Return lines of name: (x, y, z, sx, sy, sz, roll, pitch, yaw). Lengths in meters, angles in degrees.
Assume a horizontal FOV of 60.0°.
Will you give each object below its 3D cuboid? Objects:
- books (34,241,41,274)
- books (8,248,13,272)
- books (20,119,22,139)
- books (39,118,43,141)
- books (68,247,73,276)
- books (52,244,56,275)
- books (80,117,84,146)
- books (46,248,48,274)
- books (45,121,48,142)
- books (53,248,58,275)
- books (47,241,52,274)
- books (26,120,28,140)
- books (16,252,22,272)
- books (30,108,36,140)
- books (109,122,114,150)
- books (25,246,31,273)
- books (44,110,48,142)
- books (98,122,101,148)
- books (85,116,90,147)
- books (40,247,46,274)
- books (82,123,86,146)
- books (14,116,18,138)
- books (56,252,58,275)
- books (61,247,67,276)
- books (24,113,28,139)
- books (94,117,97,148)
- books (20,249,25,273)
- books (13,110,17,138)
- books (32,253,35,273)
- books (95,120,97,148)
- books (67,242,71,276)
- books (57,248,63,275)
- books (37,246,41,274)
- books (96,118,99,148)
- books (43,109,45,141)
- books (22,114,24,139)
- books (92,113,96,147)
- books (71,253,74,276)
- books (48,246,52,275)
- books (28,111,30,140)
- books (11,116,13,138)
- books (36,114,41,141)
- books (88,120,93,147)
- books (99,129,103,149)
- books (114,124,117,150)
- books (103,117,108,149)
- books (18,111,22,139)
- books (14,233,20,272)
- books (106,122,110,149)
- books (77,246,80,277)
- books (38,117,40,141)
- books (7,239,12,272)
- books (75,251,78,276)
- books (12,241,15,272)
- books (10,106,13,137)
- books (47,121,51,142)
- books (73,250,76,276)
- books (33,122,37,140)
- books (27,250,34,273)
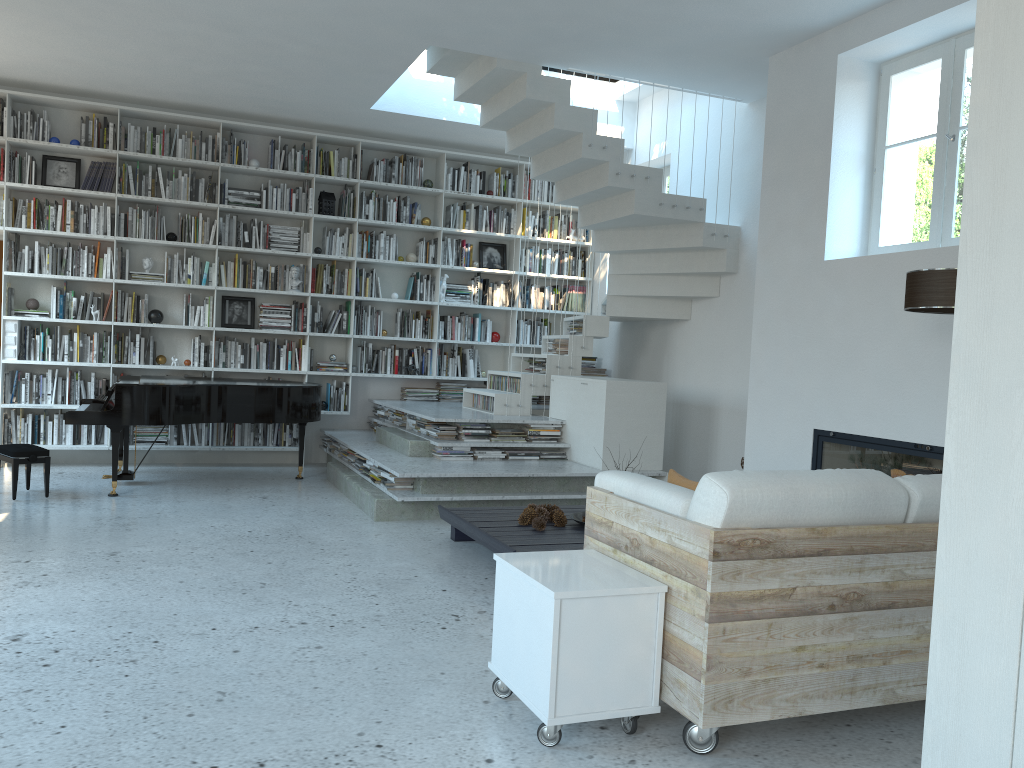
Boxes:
books: (-4.082, -1.078, 7.630, 0.023, 0.281, 0.174, 2, 3, -22)
books: (-4.265, -1.048, 7.558, 0.026, 0.209, 0.155, 2, 3, -22)
books: (-4.162, -2.140, 7.539, 0.017, 0.194, 0.129, 2, 3, -22)
books: (-4.013, -2.144, 7.572, 0.021, 0.214, 0.173, 2, 3, -22)
books: (-3.847, -1.057, 7.731, 0.021, 0.257, 0.155, 2, 3, -22)
books: (-3.969, -1.069, 7.680, 0.011, 0.271, 0.157, 2, 3, -22)
books: (-3.738, -2.167, 7.706, 0.013, 0.278, 0.150, 2, 3, -22)
books: (-4.009, -1.049, 7.657, 0.014, 0.230, 0.148, 2, 3, -22)
books: (-3.983, -2.137, 7.601, 0.014, 0.202, 0.170, 2, 3, -22)
books: (-3.948, -1.051, 7.672, 0.024, 0.237, 0.166, 2, 3, -22)
books: (-3.995, -1.081, 7.658, 0.011, 0.293, 0.183, 2, 3, -22)
books: (-4.120, -2.138, 7.553, 0.014, 0.192, 0.146, 2, 3, -22)
books: (-4.198, -1.032, 7.571, 0.037, 0.182, 0.189, 2, 3, -22)
books: (-4.073, -2.178, 7.538, 0.015, 0.280, 0.190, 2, 3, -22)
books: (-3.514, -2.146, 7.782, 0.031, 0.254, 0.178, 2, 3, -22)
books: (-4.146, -1.057, 7.593, 0.022, 0.236, 0.177, 2, 3, -22)
books: (-4.000, -2.184, 7.609, 0.015, 0.293, 0.130, 2, 3, -22)
books: (-3.612, -2.151, 7.769, 0.013, 0.254, 0.129, 2, 3, -22)
books: (-3.688, -2.165, 7.707, 0.024, 0.280, 0.187, 2, 3, -22)
books: (-4.045, -1.058, 7.662, 0.049, 0.243, 0.139, 2, 3, -22)
books: (-3.716, -2.136, 7.704, 0.028, 0.218, 0.153, 2, 3, -22)
books: (-4.194, -2.149, 7.519, 0.032, 0.210, 0.158, 2, 3, -22)
books: (-3.943, -1.035, 7.703, 0.010, 0.204, 0.139, 2, 3, -22)
books: (-3.893, -1.059, 7.721, 0.048, 0.256, 0.141, 2, 3, -22)
books: (-4.129, -2.163, 7.538, 0.016, 0.243, 0.156, 2, 3, -22)
books: (-3.636, -2.165, 7.739, 0.013, 0.283, 0.166, 2, 3, -22)
books: (-4.182, -1.045, 7.597, 0.042, 0.209, 0.143, 2, 3, -22)
books: (-4.211, -2.174, 7.511, 0.007, 0.259, 0.156, 2, 3, -22)
books: (-4.114, -1.033, 7.644, 0.021, 0.188, 0.129, 2, 3, -22)
books: (-3.621, -2.154, 7.733, 0.010, 0.263, 0.156, 2, 3, -22)
books: (-3.858, -1.079, 7.715, 0.013, 0.300, 0.151, 2, 3, -22)
books: (-3.920, -1.052, 7.692, 0.023, 0.242, 0.184, 2, 3, -22)
books: (-4.064, -1.059, 7.629, 0.011, 0.246, 0.176, 2, 3, -22)
books: (-3.611, -2.160, 7.737, 0.011, 0.274, 0.183, 2, 3, -22)
books: (-4.005, -2.188, 7.594, 0.007, 0.301, 0.145, 2, 3, -22)
books: (-4.141, -2.154, 7.529, 0.013, 0.225, 0.176, 2, 3, -22)
books: (-3.653, -2.185, 7.748, 0.014, 0.321, 0.136, 2, 3, -22)
books: (-3.829, -1.031, 7.741, 0.021, 0.205, 0.130, 2, 3, -22)
books: (-3.978, -1.057, 7.658, 0.021, 0.247, 0.188, 2, 3, -22)
books: (-4.100, -2.171, 7.545, 0.016, 0.261, 0.154, 2, 3, -22)
books: (-4.221, -2.147, 7.502, 0.017, 0.204, 0.142, 2, 3, -22)
books: (-4.045, -2.165, 7.575, 0.013, 0.253, 0.129, 2, 3, -22)
books: (-3.664, -2.149, 7.717, 0.028, 0.249, 0.155, 2, 3, -22)
books: (-3.586, -2.117, 7.755, 0.027, 0.190, 0.177, 2, 3, -22)
books: (-3.487, -2.144, 7.809, 0.039, 0.252, 0.146, 2, 3, -22)
books: (-3.556, -2.169, 7.753, 0.025, 0.297, 0.163, 2, 3, -22)
books: (-4.169, -2.167, 7.519, 0.012, 0.249, 0.179, 2, 3, -22)
books: (-4.215, -1.108, 7.553, 0.012, 0.334, 0.184, 2, 3, -22)
books: (-3.544, -2.151, 7.784, 0.022, 0.260, 0.152, 2, 3, -22)
books: (-3.785, -1.063, 7.748, 0.012, 0.272, 0.145, 2, 3, -22)
books: (-4.031, -2.147, 7.572, 0.013, 0.220, 0.181, 2, 3, -22)
books: (-4.284, -1.087, 7.558, 0.012, 0.285, 0.159, 2, 3, -22)
books: (-3.800, -1.041, 7.749, 0.013, 0.228, 0.151, 2, 3, -22)
books: (-4.235, -1.075, 7.550, 0.027, 0.266, 0.176, 2, 3, -22)
books: (-4.233, -2.188, 7.504, 0.007, 0.285, 0.159, 2, 3, -22)
books: (-3.974, -2.141, 7.615, 0.013, 0.210, 0.136, 2, 3, -22)
books: (-3.807, -1.042, 7.733, 0.013, 0.229, 0.177, 2, 3, -22)
books: (-4.063, -2.130, 7.565, 0.026, 0.182, 0.161, 2, 3, -22)
books: (-4.119, -1.040, 7.594, 0.028, 0.204, 0.188, 2, 3, -22)
